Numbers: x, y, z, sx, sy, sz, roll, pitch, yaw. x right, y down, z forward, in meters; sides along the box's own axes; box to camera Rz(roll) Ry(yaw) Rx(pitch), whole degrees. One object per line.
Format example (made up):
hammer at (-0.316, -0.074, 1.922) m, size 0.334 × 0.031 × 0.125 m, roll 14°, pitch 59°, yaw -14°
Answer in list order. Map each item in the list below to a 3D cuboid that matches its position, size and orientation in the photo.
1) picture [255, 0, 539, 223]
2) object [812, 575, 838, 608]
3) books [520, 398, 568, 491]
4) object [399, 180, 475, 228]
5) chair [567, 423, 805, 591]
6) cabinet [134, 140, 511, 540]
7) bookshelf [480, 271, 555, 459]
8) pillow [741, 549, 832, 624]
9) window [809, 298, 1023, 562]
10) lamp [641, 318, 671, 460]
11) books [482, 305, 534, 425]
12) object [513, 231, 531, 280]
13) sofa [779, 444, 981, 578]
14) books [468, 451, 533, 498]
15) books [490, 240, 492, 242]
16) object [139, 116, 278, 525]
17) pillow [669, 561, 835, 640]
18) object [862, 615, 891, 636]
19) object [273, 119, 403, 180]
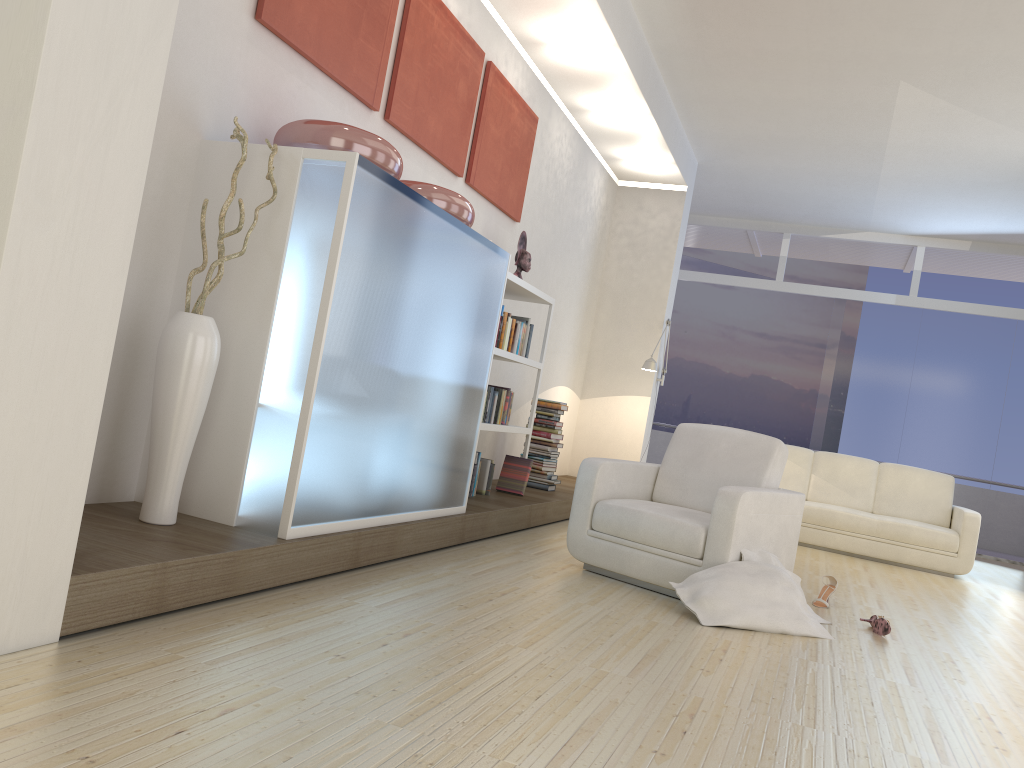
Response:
picture at (-0.413, -1.718, 5.064) m, size 0.030 × 0.794 × 3.227 m, roll 10°, pitch -1°, yaw 20°
object at (1.700, 1.123, 4.810) m, size 0.089 × 0.149 × 0.265 m, roll 9°, pitch -2°, yaw 33°
books at (0.256, 0.474, 6.997) m, size 0.329 × 0.694 × 0.270 m, roll 10°, pitch -1°, yaw 20°
object at (-0.448, -0.880, 4.427) m, size 0.534 × 0.206 × 0.546 m, roll 11°, pitch -2°, yaw -34°
chair at (0.963, 0.611, 4.697) m, size 0.919 × 0.828 × 0.941 m, roll 9°, pitch -2°, yaw 40°
cabinet at (-0.719, -0.125, 4.035) m, size 0.689 × 1.396 × 1.670 m, roll 10°, pitch -1°, yaw 20°
bookshelf at (-0.291, -0.012, 5.594) m, size 0.465 × 1.396 × 1.599 m, roll 10°, pitch -1°, yaw 20°
pillow at (1.247, 0.954, 4.186) m, size 0.615 × 0.315 × 0.312 m, roll 11°, pitch -2°, yaw -43°
window at (5.086, 0.517, 10.279) m, size 2.988 × 2.706 × 0.012 m, roll 10°, pitch -1°, yaw 20°
lamp at (1.290, 0.236, 8.605) m, size 0.204 × 1.841 × 0.891 m, roll 10°, pitch -1°, yaw 15°
books at (-0.125, -0.122, 5.739) m, size 0.215 × 0.743 × 0.831 m, roll 10°, pitch -1°, yaw 20°
object at (0.060, -0.855, 6.122) m, size 0.133 × 0.409 × 0.138 m, roll 11°, pitch -1°, yaw -24°
sofa at (2.987, 1.068, 8.072) m, size 2.166 × 0.862 × 0.941 m, roll 10°, pitch -1°, yaw 20°
books at (-0.221, 0.572, 5.744) m, size 0.274 × 0.281 × 1.125 m, roll 9°, pitch -1°, yaw 27°
books at (-0.291, -0.841, 5.210) m, size 0.319 × 0.038 × 0.247 m, roll 10°, pitch -1°, yaw -9°
object at (-1.055, -0.220, 3.080) m, size 0.250 × 1.422 × 0.277 m, roll 10°, pitch -1°, yaw 23°
pillow at (1.076, 0.952, 3.948) m, size 0.712 × 0.287 × 0.299 m, roll 11°, pitch -1°, yaw -18°
object at (1.762, 1.159, 4.305) m, size 0.121 × 0.091 × 0.287 m, roll 10°, pitch -1°, yaw 18°
object at (-0.715, -0.945, 3.672) m, size 0.534 × 0.206 × 0.546 m, roll 10°, pitch -1°, yaw 7°
